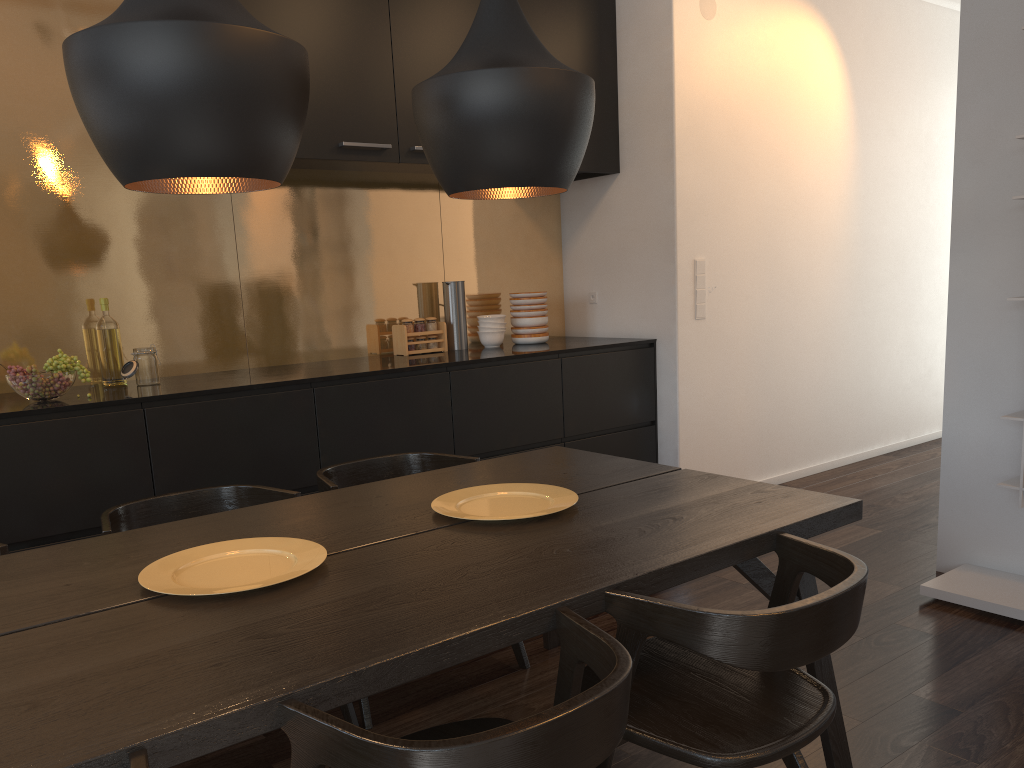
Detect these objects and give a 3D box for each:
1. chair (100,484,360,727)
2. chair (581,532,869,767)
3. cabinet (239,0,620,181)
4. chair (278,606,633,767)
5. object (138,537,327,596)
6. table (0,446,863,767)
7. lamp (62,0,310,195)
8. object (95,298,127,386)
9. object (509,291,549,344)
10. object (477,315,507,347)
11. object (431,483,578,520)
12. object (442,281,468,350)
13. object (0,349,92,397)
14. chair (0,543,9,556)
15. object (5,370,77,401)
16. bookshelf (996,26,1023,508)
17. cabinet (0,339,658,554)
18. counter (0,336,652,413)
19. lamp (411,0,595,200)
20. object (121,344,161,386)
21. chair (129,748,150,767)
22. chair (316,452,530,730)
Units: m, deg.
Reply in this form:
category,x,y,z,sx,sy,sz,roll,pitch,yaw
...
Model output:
category,x,y,z,sx,sy,sz,roll,pitch,yaw
chair,-0.797,0.659,2.386,0.589,0.680,0.517,-10,12,-38
chair,0.403,0.673,1.753,0.589,0.680,0.517,-10,12,-38
cabinet,-0.383,-1.512,4.034,1.943,1.064,0.528,-9,11,-37
chair,-0.081,0.739,1.389,0.589,0.680,0.516,-9,11,-36
object,-0.545,0.361,1.744,0.355,0.017,0.352,2,8,33
table,-0.492,0.708,1.790,2.485,0.688,1.100,-8,9,-37
lamp,-0.574,-0.630,1.563,0.410,0.548,0.406,2,11,29
object,-1.585,-0.167,3.480,0.092,0.344,0.090,1,11,19
object,0.091,-0.346,4.634,0.197,0.268,0.196,2,10,27
object,-0.102,-0.271,4.525,0.157,0.162,0.152,-4,9,-9
object,-0.017,0.289,2.140,0.354,0.017,0.353,-7,8,-34
object,-0.273,-0.345,4.453,0.163,0.344,0.113,-9,12,-33
object,-1.598,-0.030,3.035,0.177,0.175,0.237,4,10,37
chair,-1.377,0.734,1.986,0.589,0.680,0.517,-11,12,-40
object,-1.614,0.009,3.046,0.219,0.098,0.216,-2,7,10
bookshelf,1.913,-0.606,2.694,0.225,2.102,0.635,-11,13,-37
cabinet,-1.459,0.470,3.382,5.033,0.912,0.728,-8,10,-37
counter,-1.482,0.023,3.298,5.030,0.002,0.728,-8,8,-37
lamp,-0.022,-0.705,1.977,0.411,0.548,0.406,-1,9,10
object,-1.428,-0.072,3.413,0.088,0.153,0.175,3,10,30
chair,-0.617,0.814,0.980,0.589,0.680,0.517,-10,12,-38
chair,-0.317,0.593,2.747,0.589,0.680,0.516,-10,11,-37
